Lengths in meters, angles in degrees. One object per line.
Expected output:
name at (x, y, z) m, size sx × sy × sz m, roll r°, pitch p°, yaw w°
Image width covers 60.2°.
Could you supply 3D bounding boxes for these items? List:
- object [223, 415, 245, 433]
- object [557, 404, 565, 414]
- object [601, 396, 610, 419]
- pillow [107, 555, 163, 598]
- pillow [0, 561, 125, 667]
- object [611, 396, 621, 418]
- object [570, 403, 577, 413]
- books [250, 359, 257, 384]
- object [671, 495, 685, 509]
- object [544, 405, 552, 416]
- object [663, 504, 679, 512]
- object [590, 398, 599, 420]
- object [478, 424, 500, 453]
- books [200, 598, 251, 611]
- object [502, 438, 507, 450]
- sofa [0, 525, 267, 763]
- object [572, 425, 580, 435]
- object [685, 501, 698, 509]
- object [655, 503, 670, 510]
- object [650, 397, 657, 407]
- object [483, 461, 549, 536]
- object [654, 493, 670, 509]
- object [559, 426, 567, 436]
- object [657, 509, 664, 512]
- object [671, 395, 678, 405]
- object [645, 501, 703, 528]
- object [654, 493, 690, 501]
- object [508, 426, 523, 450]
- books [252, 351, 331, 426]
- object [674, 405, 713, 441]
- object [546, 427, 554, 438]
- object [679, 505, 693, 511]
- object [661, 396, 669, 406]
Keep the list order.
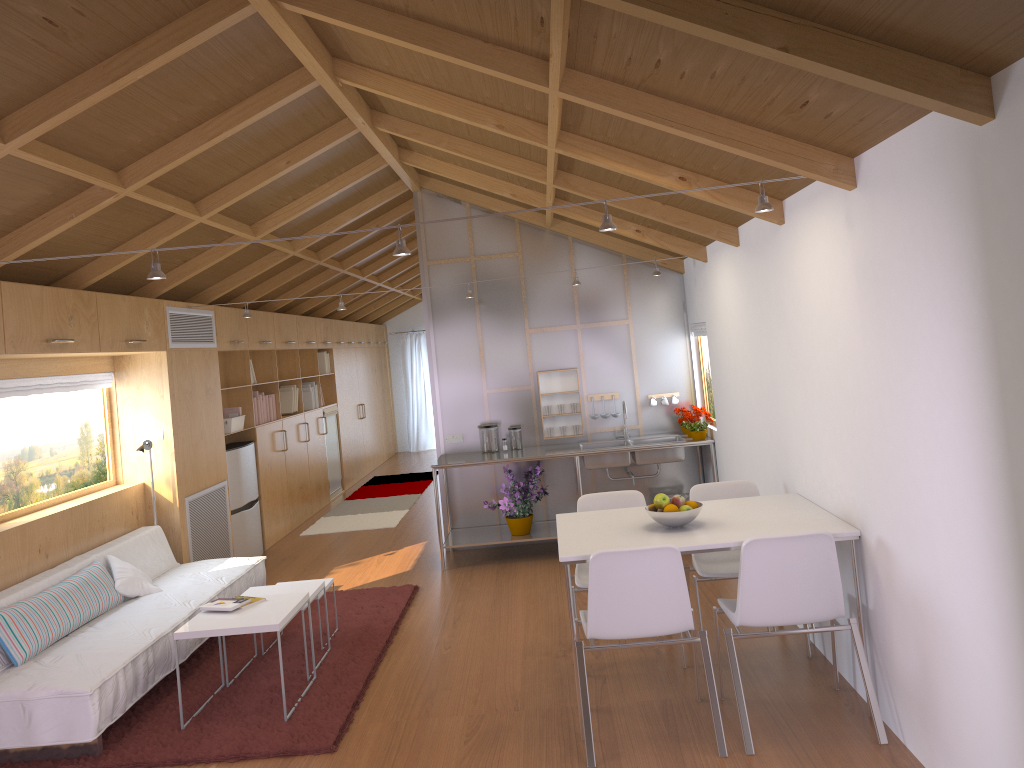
object at (-2.427, 0.348, 7.549) m, size 0.203 × 0.123 × 0.350 m, roll -5°, pitch 2°, yaw 2°
object at (0.398, 0.205, 7.140) m, size 0.061 × 0.077 × 0.061 m, roll -5°, pitch 0°, yaw -24°
object at (0.746, 0.188, 7.127) m, size 0.074 × 0.183 × 0.075 m, roll -6°, pitch -2°, yaw 34°
pillow at (-2.229, 1.124, 5.206) m, size 0.268 × 0.252 × 0.344 m, roll -6°, pitch 1°, yaw -34°
pillow at (-2.327, 1.161, 4.585) m, size 0.171 × 0.252 × 1.041 m, roll -5°, pitch 2°, yaw 2°
object at (0.832, 0.180, 7.125) m, size 0.074 × 0.183 × 0.075 m, roll -6°, pitch -2°, yaw 34°
object at (0.501, 0.196, 7.137) m, size 0.061 × 0.077 × 0.061 m, roll -5°, pitch 0°, yaw -24°
books at (-2.465, -0.135, 8.088) m, size 0.175 × 0.297 × 0.279 m, roll -5°, pitch 0°, yaw 2°
object at (0.735, 0.524, 3.914) m, size 0.063 × 0.067 × 0.062 m, roll -5°, pitch 0°, yaw 40°
object at (0.295, 0.215, 7.143) m, size 0.061 × 0.077 × 0.061 m, roll -6°, pitch 0°, yaw 14°
object at (0.694, 0.558, 3.853) m, size 0.068 × 0.068 × 0.067 m, roll -5°, pitch 0°, yaw -22°
object at (0.661, 0.196, 7.130) m, size 0.074 × 0.183 × 0.075 m, roll -6°, pitch -2°, yaw 34°
object at (-0.181, 0.435, 7.081) m, size 0.171 × 0.216 × 0.172 m, roll -6°, pitch 0°, yaw 16°
books at (-1.415, 1.087, 4.363) m, size 0.192 × 0.016 × 0.153 m, roll -4°, pitch 3°, yaw 21°
object at (-0.057, 0.478, 6.998) m, size 0.037 × 0.093 × 0.037 m, roll -6°, pitch -2°, yaw 17°
sofa at (-2.123, 1.294, 4.852) m, size 0.862 × 0.629 × 2.354 m, roll -5°, pitch 2°, yaw 2°
object at (0.518, 0.372, 7.130) m, size 0.061 × 0.077 × 0.061 m, roll -5°, pitch 0°, yaw -24°
object at (0.794, 0.552, 3.928) m, size 0.068 × 0.066 × 0.067 m, roll -6°, pitch 0°, yaw -44°
object at (0.680, 0.546, 3.989) m, size 0.068 × 0.068 × 0.067 m, roll -5°, pitch 0°, yaw -22°
object at (1.140, 0.142, 7.136) m, size 0.059 × 0.080 × 0.062 m, roll -5°, pitch 0°, yaw 2°
object at (0.044, 0.872, 6.745) m, size 0.525 × 0.554 × 0.350 m, roll -5°, pitch -1°, yaw -7°
object at (0.660, 0.517, 3.895) m, size 0.070 × 0.069 × 0.077 m, roll -5°, pitch 0°, yaw 2°
object at (0.415, 0.382, 7.134) m, size 0.061 × 0.077 × 0.061 m, roll -5°, pitch 0°, yaw -24°
object at (0.684, 0.575, 3.922) m, size 0.080 × 0.089 × 0.077 m, roll -5°, pitch 0°, yaw -39°
object at (1.311, 0.125, 7.131) m, size 0.059 × 0.080 × 0.062 m, roll -5°, pitch 0°, yaw 2°
object at (0.721, 0.587, 3.915) m, size 0.254 × 0.091 × 0.256 m, roll -4°, pitch 3°, yaw 44°
object at (1.265, 0.956, 6.743) m, size 0.298 × 0.159 × 0.414 m, roll -5°, pitch 2°, yaw 2°
object at (0.030, 0.436, 7.093) m, size 0.113 × 0.177 × 0.113 m, roll -6°, pitch -1°, yaw 23°
books at (-2.389, -0.010, 9.534) m, size 0.189 × 0.659 × 3.108 m, roll -5°, pitch 2°, yaw 2°
object at (1.392, 0.295, 6.812) m, size 0.233 × 0.235 × 0.688 m, roll -5°, pitch 2°, yaw 3°
object at (0.312, 0.392, 7.137) m, size 0.061 × 0.077 × 0.061 m, roll -6°, pitch 0°, yaw 14°
object at (0.761, 0.564, 3.867) m, size 0.070 × 0.069 × 0.077 m, roll -5°, pitch 0°, yaw 2°
object at (1.233, 0.134, 7.128) m, size 0.059 × 0.081 × 0.062 m, roll -6°, pitch 0°, yaw 9°
